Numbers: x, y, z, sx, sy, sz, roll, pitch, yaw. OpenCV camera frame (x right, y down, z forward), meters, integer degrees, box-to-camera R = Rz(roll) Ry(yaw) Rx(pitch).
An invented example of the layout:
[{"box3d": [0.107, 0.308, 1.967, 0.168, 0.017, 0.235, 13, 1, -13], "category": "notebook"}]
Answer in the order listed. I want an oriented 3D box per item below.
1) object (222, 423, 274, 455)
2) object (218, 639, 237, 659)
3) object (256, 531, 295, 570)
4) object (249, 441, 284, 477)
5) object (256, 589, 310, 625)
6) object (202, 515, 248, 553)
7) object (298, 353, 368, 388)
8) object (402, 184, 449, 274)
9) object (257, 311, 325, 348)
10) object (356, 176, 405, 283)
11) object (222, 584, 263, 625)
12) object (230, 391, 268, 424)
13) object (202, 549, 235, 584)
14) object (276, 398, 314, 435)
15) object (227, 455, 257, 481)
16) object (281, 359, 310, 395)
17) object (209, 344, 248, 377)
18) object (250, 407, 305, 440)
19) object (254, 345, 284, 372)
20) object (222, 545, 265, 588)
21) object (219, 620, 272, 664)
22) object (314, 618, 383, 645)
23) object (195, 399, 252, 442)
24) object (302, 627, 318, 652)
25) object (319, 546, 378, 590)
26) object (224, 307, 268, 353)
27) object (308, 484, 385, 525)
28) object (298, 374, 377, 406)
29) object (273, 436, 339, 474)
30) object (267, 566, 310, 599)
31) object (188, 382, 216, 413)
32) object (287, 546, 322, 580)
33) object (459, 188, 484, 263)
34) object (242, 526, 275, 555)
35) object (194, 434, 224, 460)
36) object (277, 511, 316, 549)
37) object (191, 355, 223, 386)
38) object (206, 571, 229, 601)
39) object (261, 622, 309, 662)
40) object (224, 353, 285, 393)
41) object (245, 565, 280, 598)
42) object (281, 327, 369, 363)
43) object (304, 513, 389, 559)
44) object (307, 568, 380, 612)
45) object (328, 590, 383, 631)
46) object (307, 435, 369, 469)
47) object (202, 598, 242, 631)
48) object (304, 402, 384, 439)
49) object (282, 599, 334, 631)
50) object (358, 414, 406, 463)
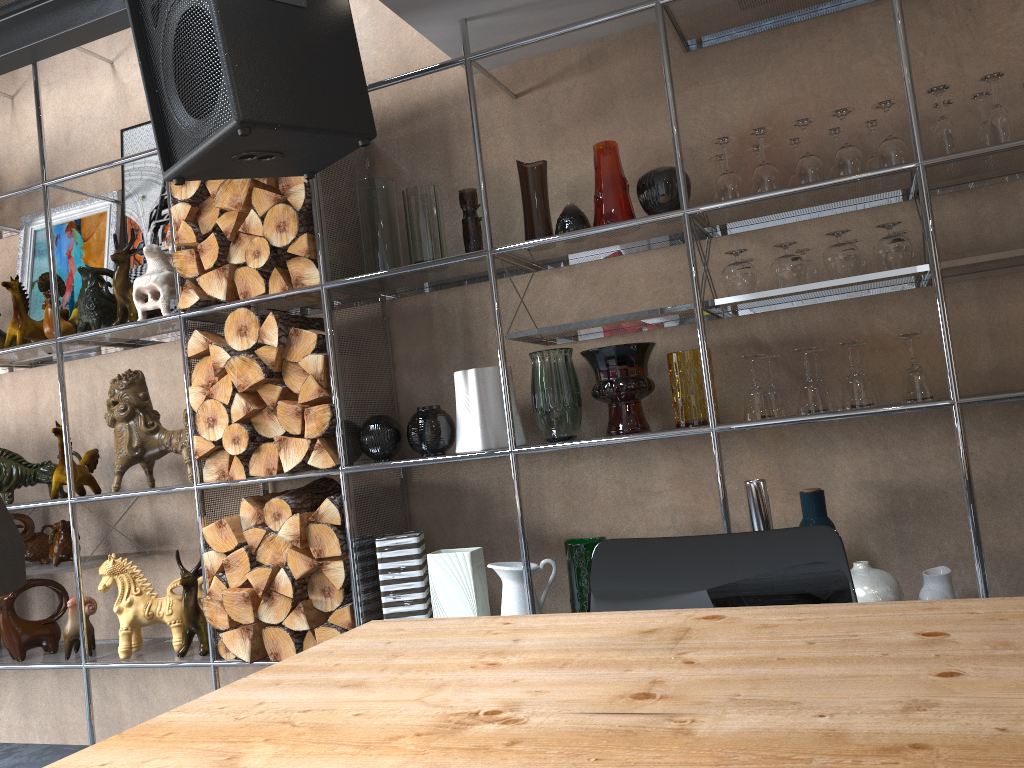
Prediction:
[{"box3d": [-0.826, 0.181, 2.948, 0.103, 0.110, 0.312, -8, -4, 18], "category": "object"}, {"box3d": [-0.864, 0.839, 3.001, 0.103, 0.110, 0.312, -8, -4, 18], "category": "object"}, {"box3d": [-0.683, 0.527, 2.931, 0.164, 0.128, 0.321, -8, -4, 21], "category": "object"}, {"box3d": [-0.731, 0.242, 2.947, 0.135, 0.114, 0.299, -8, -4, 20], "category": "object"}, {"box3d": [-0.699, 0.694, 2.893, 0.147, 0.118, 0.288, -8, -4, 18], "category": "object"}, {"box3d": [-0.875, 0.488, 2.973, 0.151, 0.119, 0.299, -8, -4, 24], "category": "object"}, {"box3d": [-0.569, -0.041, 2.868, 0.097, 0.120, 0.308, -8, -4, 17], "category": "object"}, {"box3d": [-0.266, -0.475, 2.737, 0.112, 0.253, 0.113, -8, -4, 22], "category": "object"}, {"box3d": [-0.714, -0.164, 2.902, 0.107, 0.121, 0.289, -8, -4, 23], "category": "object"}, {"box3d": [-0.416, -0.484, 2.801, 0.122, 0.313, 0.122, -10, -5, 42], "category": "object"}, {"box3d": [-0.803, 0.695, 2.948, 0.115, 0.131, 0.374, -8, -4, 17], "category": "object"}, {"box3d": [-0.790, 0.070, 2.963, 0.101, 0.110, 0.331, -8, -4, 24], "category": "object"}, {"box3d": [-0.910, 0.595, 3.003, 0.097, 0.120, 0.308, -8, -4, 17], "category": "object"}, {"box3d": [-0.641, 0.097, 2.900, 0.095, 0.135, 0.329, -8, -4, 18], "category": "object"}, {"box3d": [-0.831, 0.270, 2.987, 0.087, 0.095, 0.303, -8, -4, 22], "category": "object"}, {"box3d": [-0.631, -0.021, 2.914, 0.112, 0.153, 0.290, -8, -4, 19], "category": "object"}, {"box3d": [-0.861, -0.080, 2.999, 0.098, 0.115, 0.362, -8, -4, 21], "category": "object"}, {"box3d": [-0.728, 0.127, 2.953, 0.147, 0.118, 0.288, -8, -4, 18], "category": "object"}, {"box3d": [-0.713, -0.079, 2.920, 0.098, 0.090, 0.303, -8, -4, 21], "category": "object"}, {"box3d": [-0.827, 0.578, 2.948, 0.112, 0.153, 0.290, -8, -4, 19], "category": "object"}, {"box3d": [-0.784, 0.816, 2.936, 0.154, 0.131, 0.362, -8, -4, 22], "category": "object"}, {"box3d": [-0.489, 0.782, 2.804, 0.126, 0.112, 0.287, -8, -4, 21], "category": "object"}, {"box3d": [-0.910, 0.119, 2.982, 0.143, 0.143, 0.286, -8, -4, 21], "category": "object"}, {"box3d": [-0.558, 0.804, 2.863, 0.087, 0.095, 0.303, -8, -4, 22], "category": "object"}, {"box3d": [-0.492, 0.571, 2.833, 0.111, 0.121, 0.309, -8, -4, 21], "category": "object"}, {"box3d": [-0.804, -0.165, 2.945, 0.140, 0.150, 0.312, -8, -4, 18], "category": "object"}, {"box3d": [-0.530, 0.386, 2.849, 0.121, 0.107, 0.308, -8, -4, 18], "category": "object"}, {"box3d": [-0.557, 0.025, 2.869, 0.107, 0.110, 0.331, -8, -4, 20], "category": "object"}, {"box3d": [-0.610, 0.221, 2.914, 0.154, 0.131, 0.362, -8, -4, 22], "category": "object"}, {"box3d": [-0.652, 0.623, 2.890, 0.101, 0.110, 0.331, -8, -4, 24], "category": "object"}, {"box3d": [-0.957, 0.063, 3.024, 0.111, 0.121, 0.309, -8, -4, 21], "category": "object"}, {"box3d": [-0.576, 0.554, 2.868, 0.128, 0.107, 0.329, -8, -4, 22], "category": "object"}, {"box3d": [-0.115, -0.478, 2.662, 0.058, 0.215, 0.077, -3, -5, -42], "category": "object"}, {"box3d": [-0.761, 0.501, 2.951, 0.098, 0.090, 0.303, -8, -4, 21], "category": "object"}, {"box3d": [-0.948, 0.206, 3.015, 0.095, 0.088, 0.303, -8, -4, 20], "category": "object"}, {"box3d": [-0.618, 0.457, 2.874, 0.098, 0.115, 0.362, -8, -4, 21], "category": "object"}, {"box3d": [-0.949, -0.036, 3.040, 0.135, 0.114, 0.299, -8, -4, 20], "category": "object"}, {"box3d": [-0.888, 0.645, 2.985, 0.107, 0.110, 0.331, -8, -4, 20], "category": "object"}, {"box3d": [-0.670, 0.805, 2.884, 0.135, 0.114, 0.299, -8, -4, 20], "category": "object"}, {"box3d": [-0.783, -0.034, 2.935, 0.164, 0.128, 0.321, -8, -4, 21], "category": "object"}, {"box3d": [-0.734, 0.620, 2.907, 0.107, 0.098, 0.330, -8, -4, 18], "category": "object"}, {"box3d": [-0.605, -0.121, 2.902, 0.151, 0.119, 0.299, -8, -4, 24], "category": "object"}, {"box3d": [-0.523, 0.474, 2.829, 0.135, 0.114, 0.299, -8, -4, 20], "category": "object"}, {"box3d": [-0.524, 0.640, 2.867, 0.143, 0.143, 0.286, -8, -4, 21], "category": "object"}, {"box3d": [-0.468, 0.711, 2.824, 0.095, 0.088, 0.303, -8, -4, 20], "category": "object"}, {"box3d": [-0.529, 0.212, 2.855, 0.107, 0.105, 0.330, -8, -4, 19], "category": "object"}, {"box3d": [-0.890, 0.740, 2.987, 0.110, 0.109, 0.321, -8, -4, 23], "category": "object"}, {"box3d": [-0.533, 0.117, 2.856, 0.110, 0.109, 0.321, -8, -4, 23], "category": "object"}, {"box3d": [-0.610, 0.720, 2.871, 0.103, 0.098, 0.330, -8, -4, 19], "category": "object"}, {"box3d": [-0.408, 0.171, 2.777, 0.148, 0.146, 0.150, -7, -4, 1], "category": "object"}]
